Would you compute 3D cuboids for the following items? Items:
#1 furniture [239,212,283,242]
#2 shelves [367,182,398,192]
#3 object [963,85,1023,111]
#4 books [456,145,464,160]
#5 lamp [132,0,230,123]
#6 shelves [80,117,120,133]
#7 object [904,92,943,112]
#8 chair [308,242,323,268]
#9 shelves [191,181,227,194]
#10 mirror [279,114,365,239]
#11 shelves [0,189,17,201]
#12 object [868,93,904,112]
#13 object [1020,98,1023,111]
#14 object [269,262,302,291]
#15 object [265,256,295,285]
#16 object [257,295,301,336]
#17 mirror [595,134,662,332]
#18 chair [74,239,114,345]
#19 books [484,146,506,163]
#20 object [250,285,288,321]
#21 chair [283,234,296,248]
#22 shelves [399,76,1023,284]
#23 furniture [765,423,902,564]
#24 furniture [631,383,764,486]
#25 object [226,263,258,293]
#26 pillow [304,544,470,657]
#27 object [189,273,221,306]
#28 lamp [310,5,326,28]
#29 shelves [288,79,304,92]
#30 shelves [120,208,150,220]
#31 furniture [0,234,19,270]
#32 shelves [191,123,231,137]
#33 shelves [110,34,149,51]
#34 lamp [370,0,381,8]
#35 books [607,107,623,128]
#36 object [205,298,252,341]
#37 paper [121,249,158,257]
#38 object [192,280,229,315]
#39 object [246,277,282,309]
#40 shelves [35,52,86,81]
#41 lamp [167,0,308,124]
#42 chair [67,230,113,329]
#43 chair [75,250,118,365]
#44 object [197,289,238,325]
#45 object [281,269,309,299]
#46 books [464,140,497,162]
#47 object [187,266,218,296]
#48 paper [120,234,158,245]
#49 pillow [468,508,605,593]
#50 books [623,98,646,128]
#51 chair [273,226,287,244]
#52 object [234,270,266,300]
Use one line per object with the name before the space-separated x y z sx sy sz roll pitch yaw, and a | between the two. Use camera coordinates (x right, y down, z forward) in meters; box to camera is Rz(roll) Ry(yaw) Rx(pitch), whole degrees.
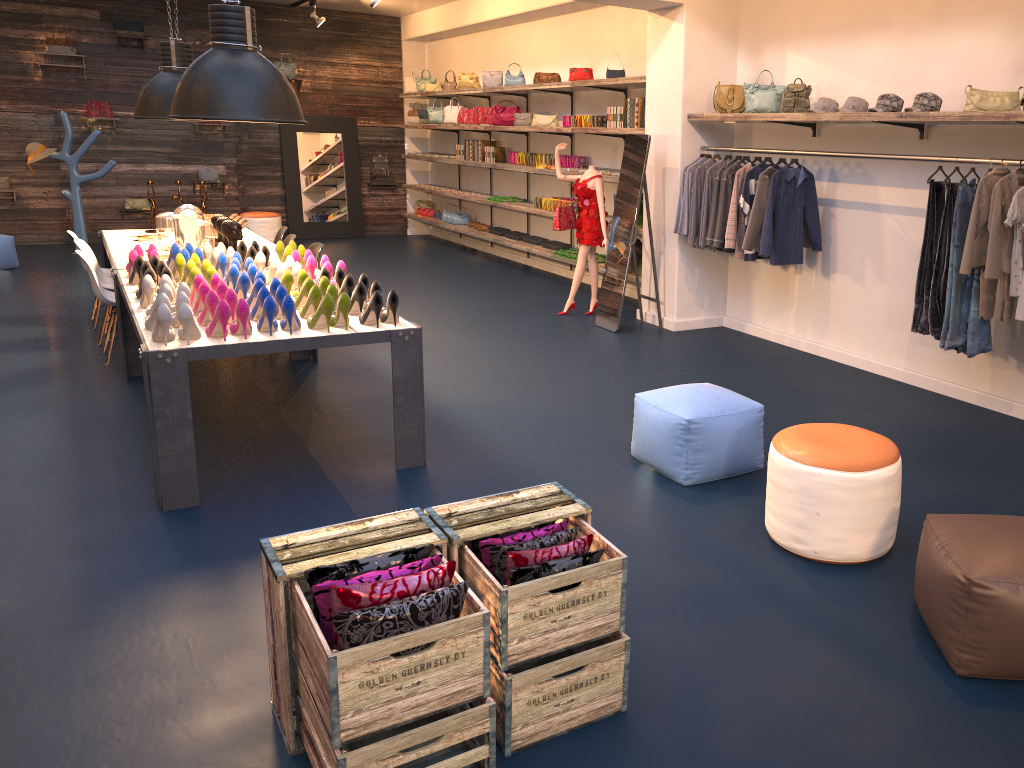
furniture | -3.687 -2.277 12.747 0.622 0.473 0.547 -6 16 -26
shelves | -2.125 -3.224 14.269 0.487 0.155 0.230 -7 17 -30
object | 3.014 -1.778 5.423 0.355 0.171 0.240 5 15 11
books | -0.680 -3.375 12.650 0.194 0.207 0.299 -6 17 -27
lamp | -2.655 -2.908 6.806 0.690 1.623 0.719 2 13 7
shelves | -5.670 -3.567 11.973 0.487 0.207 0.230 -7 17 -30
object | 2.766 -1.886 5.828 0.253 0.134 0.168 -1 15 -10
chair | -1.790 -0.724 6.991 0.591 0.790 0.434 -9 16 -35
shelves | -4.478 -2.907 12.860 0.487 0.181 0.230 -7 17 -30
mirror | -2.989 -3.264 13.723 1.248 1.890 0.250 -7 14 -30
shelves | -6.816 -2.495 11.484 0.487 0.141 0.230 -7 17 -30
object | 2.627 -1.967 6.092 0.253 0.134 0.168 -1 15 -10
object | 3.200 -1.768 5.176 0.274 0.295 0.111 9 15 30
object | -1.350 -0.650 5.223 0.217 0.192 0.228 -7 16 -28
object | -1.454 -0.721 5.458 0.217 0.192 0.228 -7 16 -28
object | -1.128 -0.349 4.198 0.214 0.192 0.231 -4 15 -21
mirror | 1.091 -1.389 7.958 0.563 1.740 0.473 -7 14 -29
chair | -3.123 -0.757 6.924 0.579 0.790 0.444 -5 14 -21
books | -0.233 -3.140 11.891 0.196 0.210 0.310 -6 17 -28
object | -1.235 -0.422 4.440 0.217 0.192 0.228 -7 16 -28
chair | -2.135 -0.884 7.503 0.587 0.790 0.436 -7 15 -30
shelves | -1.787 -1.103 5.451 9.311 2.193 15.830 -6 18 -27
furniture | 1.420 0.459 3.848 0.622 0.473 0.547 -6 16 -26
furniture | 1.006 0.229 4.704 0.700 0.416 0.607 -7 17 -30
object | -1.585 -0.627 5.111 0.224 0.192 0.228 -7 16 -28
pillow | -0.348 0.626 2.334 0.384 0.344 0.410 -7 16 -28
object | -1.653 -0.521 4.731 0.214 0.192 0.231 -4 15 -20
lamp | -2.720 -5.126 12.140 0.233 0.323 0.189 4 14 13
shelves | -3.420 -4.539 13.178 0.487 0.175 0.230 -7 17 -30
shelves | -5.336 -2.426 12.422 0.487 0.155 0.230 -7 17 -30
furniture | -6.060 -1.509 9.840 0.635 0.416 0.672 4 15 10
shelves | -4.412 -3.727 12.752 0.534 0.182 0.189 -7 16 -30
shelves | -5.273 -4.707 11.984 0.487 0.176 0.230 -7 17 -30
lamp | -1.595 -4.468 9.987 0.233 0.323 0.189 4 14 13
books | 1.126 -2.731 8.904 0.194 0.207 0.299 -6 17 -27
object | -1.320 -0.317 4.061 0.218 0.192 0.227 -7 17 -31
paper | -2.675 -1.044 6.751 0.324 0.014 0.754 6 16 13
object | -1.552 -0.455 4.512 0.216 0.192 0.229 -5 16 -24
object | -1.329 -0.488 4.660 0.218 0.192 0.227 -7 17 -30
shelves | -6.017 -4.245 11.614 0.602 0.312 0.230 -7 16 -30
lamp | -1.506 -2.237 4.610 0.761 1.623 0.649 -9 16 -37
chair | -3.447 -0.919 7.448 0.587 0.790 0.436 -7 15 -30
chair | -2.843 -0.592 6.384 0.587 0.790 0.436 -7 15 -30
object | -1.443 -0.387 4.291 0.217 0.192 0.228 -7 16 -28
object | -1.253 -0.571 4.961 0.217 0.192 0.228 -7 16 -28
books | -0.451 -3.300 12.275 0.258 0.284 0.600 -7 17 -28
object | -1.767 -0.590 4.957 0.217 0.192 0.228 -7 16 -28
paper | -3.069 -1.219 7.309 0.353 0.014 0.693 -3 17 -18
pillow | 0.046 0.578 2.682 0.333 0.314 0.431 -6 17 -28
books | 1.355 -2.656 8.529 0.258 0.284 0.600 -7 17 -28
chair | -2.358 -1.055 8.074 0.585 0.790 0.438 -6 15 -27
object | -1.465 -0.550 4.857 0.217 0.192 0.228 -7 16 -28
